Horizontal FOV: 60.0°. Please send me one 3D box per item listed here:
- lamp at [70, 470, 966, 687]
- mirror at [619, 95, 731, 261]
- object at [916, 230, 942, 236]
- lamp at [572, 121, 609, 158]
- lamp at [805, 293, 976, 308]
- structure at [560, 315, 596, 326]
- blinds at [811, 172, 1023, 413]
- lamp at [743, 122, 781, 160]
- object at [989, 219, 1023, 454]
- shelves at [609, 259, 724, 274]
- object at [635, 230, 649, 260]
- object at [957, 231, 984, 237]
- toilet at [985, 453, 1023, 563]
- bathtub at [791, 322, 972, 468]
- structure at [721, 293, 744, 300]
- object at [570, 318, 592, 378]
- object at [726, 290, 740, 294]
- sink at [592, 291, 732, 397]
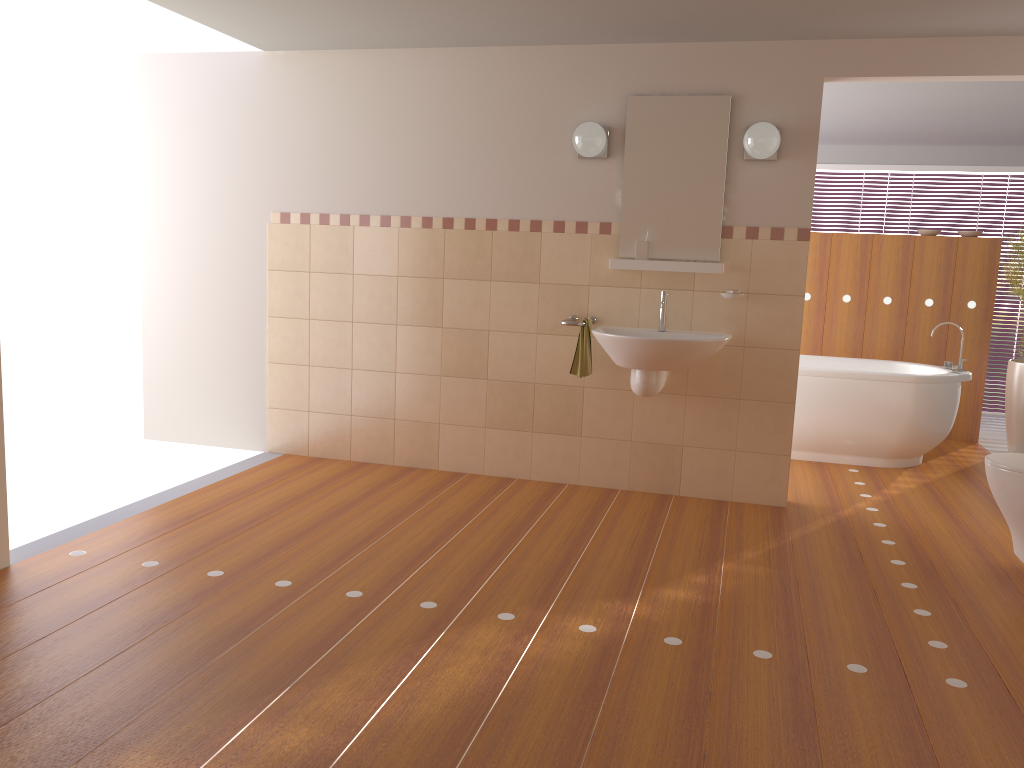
[{"bbox_3d":[0.193,0.590,4.402,3.173,0.001,2.893,5,9,15],"label":"lamp"},{"bbox_3d":[0.804,-1.023,4.417,0.502,0.799,0.008,5,9,15],"label":"mirror"},{"bbox_3d":[3.023,-1.092,6.431,0.173,0.046,0.173,5,9,15],"label":"object"},{"bbox_3d":[0.388,-1.214,4.414,0.173,0.173,0.209,5,9,15],"label":"lamp"},{"bbox_3d":[2.726,-0.606,6.439,1.169,0.052,0.001,5,9,15],"label":"lamp"},{"bbox_3d":[0.328,-0.315,4.485,0.142,0.042,0.333,5,9,15],"label":"structure"},{"bbox_3d":[2.780,-0.870,7.967,4.712,2.022,0.032,5,9,15],"label":"blinds"},{"bbox_3d":[1.184,-1.152,4.206,0.173,0.173,0.209,5,9,15],"label":"lamp"},{"bbox_3d":[3.608,-0.271,5.859,1.335,1.557,0.683,-5,11,-42],"label":"object"},{"bbox_3d":[0.773,-0.589,4.430,0.554,0.050,0.138,5,9,15],"label":"shelves"},{"bbox_3d":[0.654,-0.696,4.441,0.063,0.149,0.073,5,9,15],"label":"object"},{"bbox_3d":[3.286,-1.071,6.362,0.173,0.046,0.173,5,9,15],"label":"object"},{"bbox_3d":[2.161,0.517,3.535,0.534,0.400,0.375,5,9,15],"label":"toilet"},{"bbox_3d":[1.999,-0.005,5.864,1.874,0.900,0.888,5,9,15],"label":"bathtub"},{"bbox_3d":[1.089,-0.433,4.388,0.117,0.029,0.092,5,9,15],"label":"structure"},{"bbox_3d":[0.377,-0.183,4.485,0.085,0.306,0.181,7,10,31],"label":"object"},{"bbox_3d":[1.091,-0.455,4.386,0.050,0.023,0.075,-1,9,-20],"label":"object"},{"bbox_3d":[0.706,-0.185,4.295,0.683,0.516,0.539,5,9,15],"label":"sink"}]
